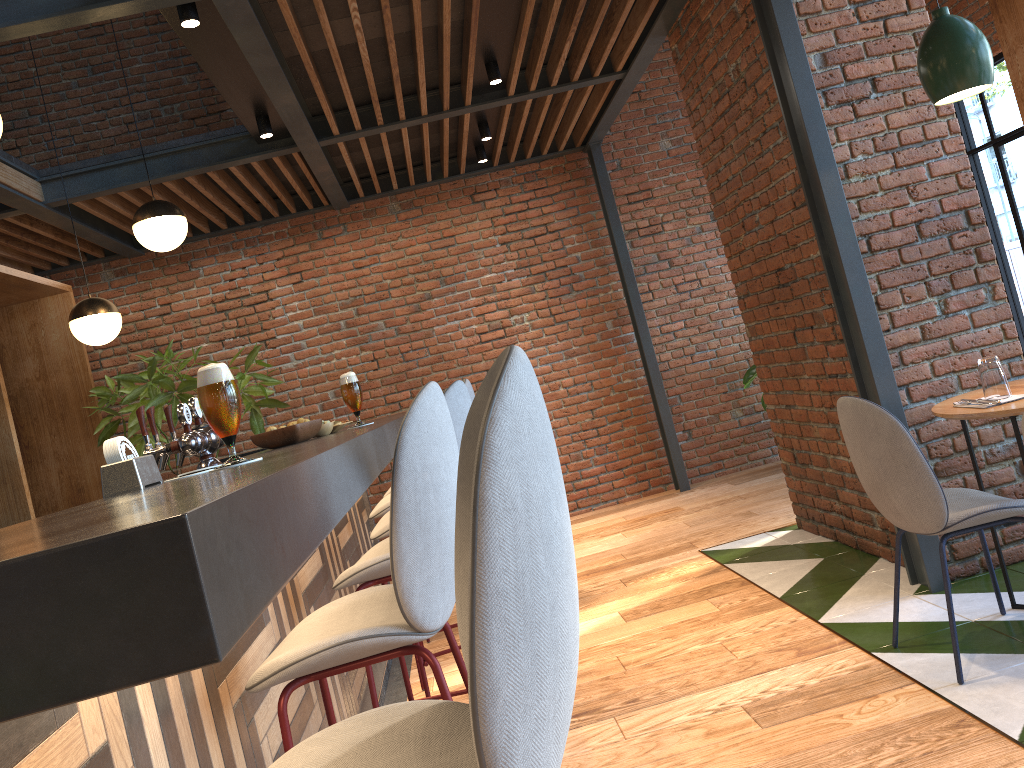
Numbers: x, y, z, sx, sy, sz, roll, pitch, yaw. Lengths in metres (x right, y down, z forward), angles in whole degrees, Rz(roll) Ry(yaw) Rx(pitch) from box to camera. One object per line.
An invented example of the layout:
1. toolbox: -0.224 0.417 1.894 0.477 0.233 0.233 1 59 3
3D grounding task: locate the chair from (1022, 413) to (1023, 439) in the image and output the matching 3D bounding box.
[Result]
1. chair: 1.447 0.408 1.849 0.508 0.889 0.417 -14 -2 -9

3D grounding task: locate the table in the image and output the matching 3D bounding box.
1. table: 1.844 0.374 2.893 0.695 0.748 0.703 -15 -2 42

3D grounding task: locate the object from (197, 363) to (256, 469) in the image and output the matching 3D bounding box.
1. object: -0.497 0.051 1.523 0.070 0.178 0.070 -14 -2 -1

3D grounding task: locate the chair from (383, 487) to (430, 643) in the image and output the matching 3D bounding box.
1. chair: -0.418 0.687 4.802 0.508 1.245 0.417 -14 -2 -5

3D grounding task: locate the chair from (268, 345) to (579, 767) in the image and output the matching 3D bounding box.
1. chair: -0.073 0.616 0.955 0.508 1.245 0.417 -14 -2 -5

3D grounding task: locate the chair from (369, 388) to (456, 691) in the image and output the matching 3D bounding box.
1. chair: -0.376 0.679 4.072 0.508 1.245 0.417 -14 -2 -7

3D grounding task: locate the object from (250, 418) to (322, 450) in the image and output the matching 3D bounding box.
1. object: -0.678 0.150 2.680 0.167 0.073 0.168 -14 0 15

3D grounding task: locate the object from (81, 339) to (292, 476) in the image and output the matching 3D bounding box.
1. object: -2.226 0.700 6.390 1.516 2.100 1.081 -14 -2 0

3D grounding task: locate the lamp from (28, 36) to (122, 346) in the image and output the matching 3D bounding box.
1. lamp: -2.745 -2.055 4.988 0.267 3.801 0.268 -15 -2 16

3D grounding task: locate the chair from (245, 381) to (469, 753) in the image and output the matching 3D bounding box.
1. chair: -0.237 0.654 1.769 0.507 1.245 0.417 -14 -2 1

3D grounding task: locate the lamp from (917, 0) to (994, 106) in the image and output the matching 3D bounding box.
1. lamp: 1.254 -1.942 2.994 0.224 2.026 0.223 -14 -2 -1

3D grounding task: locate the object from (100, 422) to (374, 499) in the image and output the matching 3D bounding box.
1. object: -0.613 0.118 2.226 0.322 0.106 1.508 -14 0 -1

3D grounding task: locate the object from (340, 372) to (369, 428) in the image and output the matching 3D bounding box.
1. object: -0.526 0.050 2.940 0.070 0.183 0.070 -15 -2 16

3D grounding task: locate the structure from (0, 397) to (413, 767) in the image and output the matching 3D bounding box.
1. structure: -1.644 0.930 2.763 2.919 1.399 4.910 -14 0 -5

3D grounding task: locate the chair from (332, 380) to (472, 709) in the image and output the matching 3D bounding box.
1. chair: -0.228 0.649 2.554 0.507 1.245 0.418 -15 -2 6

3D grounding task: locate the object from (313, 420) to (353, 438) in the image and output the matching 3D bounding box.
1. object: -0.642 0.150 2.942 0.164 0.052 0.291 -14 0 4

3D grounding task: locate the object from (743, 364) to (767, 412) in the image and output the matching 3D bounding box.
1. object: 2.256 0.017 7.069 0.637 1.198 0.709 -13 -2 -44

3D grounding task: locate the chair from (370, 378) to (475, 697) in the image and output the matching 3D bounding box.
1. chair: -0.250 0.639 3.317 0.508 1.245 0.417 -14 -2 -9

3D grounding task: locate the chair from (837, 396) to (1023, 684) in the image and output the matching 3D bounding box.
1. chair: 1.414 0.411 2.862 0.508 0.889 0.417 -14 -2 -4

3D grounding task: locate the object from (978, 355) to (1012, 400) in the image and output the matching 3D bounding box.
1. object: 1.569 -0.020 2.889 0.080 0.138 0.080 -15 -2 32

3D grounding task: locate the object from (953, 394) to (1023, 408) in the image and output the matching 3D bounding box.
1. object: 1.562 0.050 2.907 0.157 0.019 0.242 -14 0 -1

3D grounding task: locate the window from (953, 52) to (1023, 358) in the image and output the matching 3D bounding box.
1. window: 4.119 -1.232 6.367 0.097 2.705 2.131 -14 -1 -4

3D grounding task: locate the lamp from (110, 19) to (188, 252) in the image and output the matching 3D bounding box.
1. lamp: -2.267 -2.531 4.687 0.268 3.801 0.268 -14 -2 5

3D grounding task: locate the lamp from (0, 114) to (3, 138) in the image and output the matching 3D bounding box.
1. lamp: -2.709 -2.797 3.761 0.268 3.801 0.268 -14 -2 1
